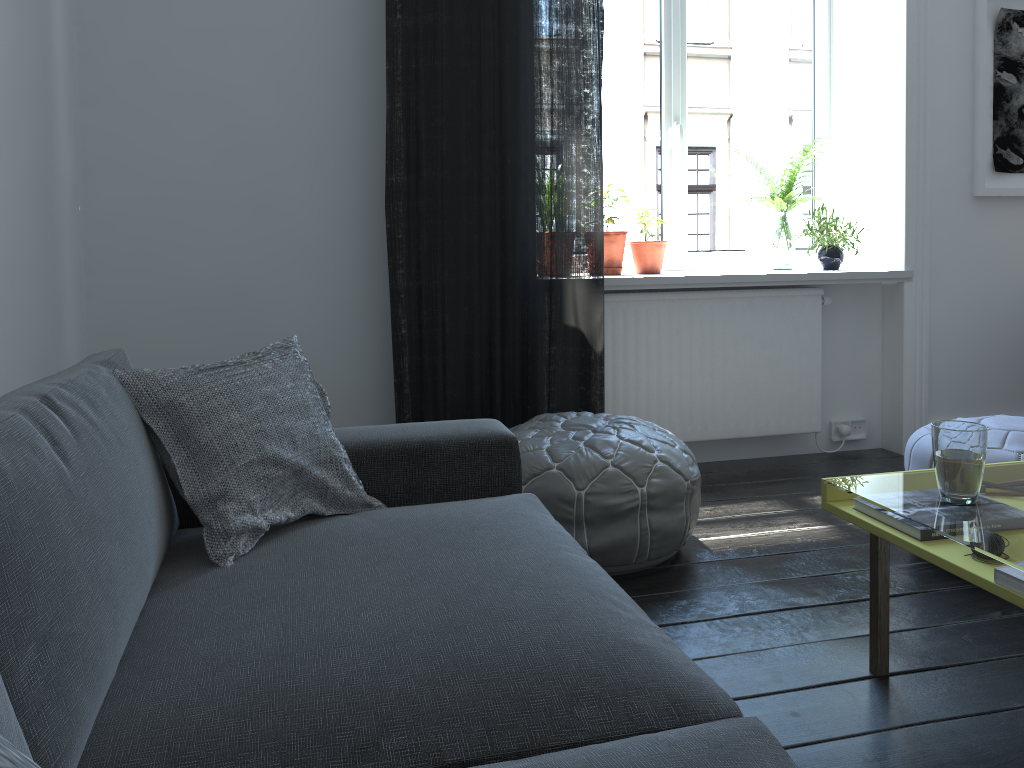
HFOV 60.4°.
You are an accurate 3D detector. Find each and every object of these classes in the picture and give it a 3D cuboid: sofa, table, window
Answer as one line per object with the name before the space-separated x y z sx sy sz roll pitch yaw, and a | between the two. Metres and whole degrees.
sofa | -0.228 0.407 0.898 1.085 0.717 2.398 -3 9 -14
table | 1.118 0.491 1.270 0.601 0.396 1.415 -3 9 -14
window | 0.720 -1.488 3.871 1.569 1.975 0.108 -2 3 -14

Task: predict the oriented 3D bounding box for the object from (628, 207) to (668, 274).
object | 0.571 -0.593 3.636 0.177 0.276 0.195 3 6 43

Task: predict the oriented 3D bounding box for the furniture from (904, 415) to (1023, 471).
furniture | 1.431 0.314 2.466 0.616 0.416 0.615 -3 8 -19

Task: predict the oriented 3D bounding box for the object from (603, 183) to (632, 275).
object | 0.369 -0.632 3.603 0.258 0.367 0.236 -1 4 -2

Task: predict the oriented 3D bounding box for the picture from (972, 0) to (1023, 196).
picture | 2.271 -1.252 3.789 0.688 0.882 0.083 -2 3 -14

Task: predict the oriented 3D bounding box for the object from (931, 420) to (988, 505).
object | 0.862 0.152 1.697 0.098 0.145 0.098 3 6 37

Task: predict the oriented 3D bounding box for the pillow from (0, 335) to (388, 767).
pillow | -0.351 0.167 0.926 0.478 0.487 2.078 -2 9 -9

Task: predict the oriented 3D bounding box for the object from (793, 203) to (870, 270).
object | 1.370 -0.633 3.759 0.284 0.293 0.288 -2 6 -9

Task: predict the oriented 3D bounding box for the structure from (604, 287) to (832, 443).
structure | 0.803 -0.061 3.516 1.065 0.625 0.073 -3 3 -14

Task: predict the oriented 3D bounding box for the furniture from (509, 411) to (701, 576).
furniture | 0.223 0.295 2.633 0.680 0.379 0.686 -3 8 -14

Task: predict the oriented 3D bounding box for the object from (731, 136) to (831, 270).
object | 1.192 -0.776 3.826 0.394 0.562 0.330 3 6 40

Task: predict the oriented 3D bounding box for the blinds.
blinds | -0.044 -1.087 3.060 0.805 2.955 0.113 -2 3 -15
